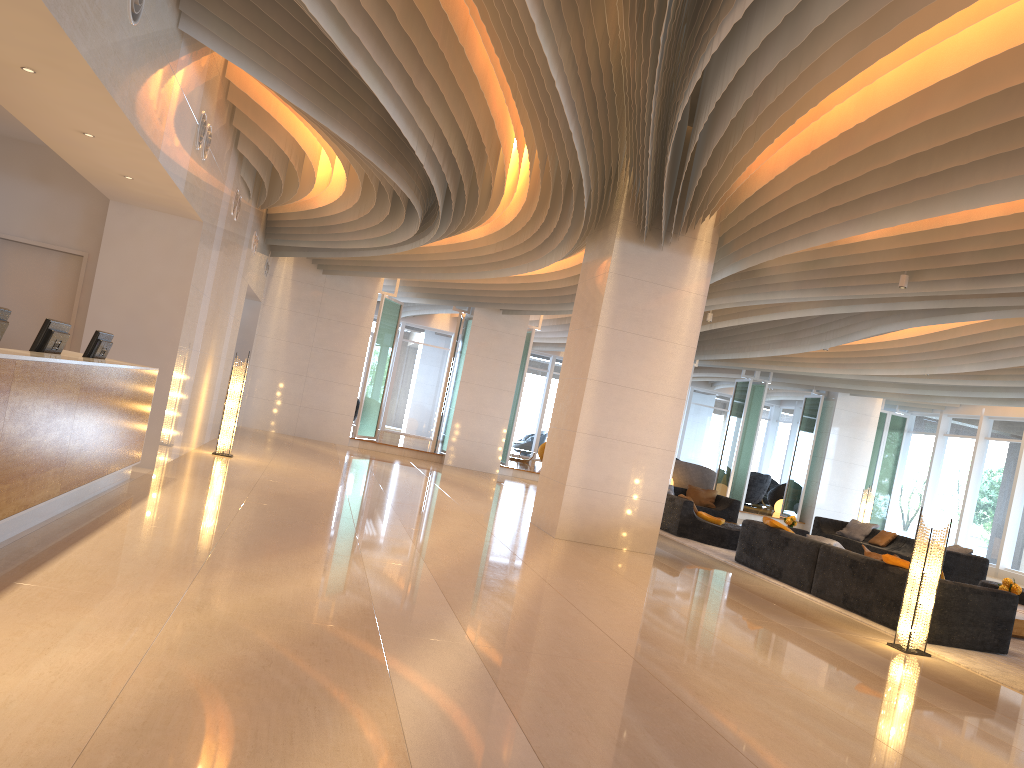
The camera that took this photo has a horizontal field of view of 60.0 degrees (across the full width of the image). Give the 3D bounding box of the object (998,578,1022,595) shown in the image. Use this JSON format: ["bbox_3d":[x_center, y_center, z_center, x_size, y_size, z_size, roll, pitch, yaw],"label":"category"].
[{"bbox_3d":[5.696,2.398,10.175,0.234,0.377,0.267,11,-1,9],"label":"object"}]

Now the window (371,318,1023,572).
[{"bbox_3d":[9.672,1.892,13.630,53.243,3.221,22.661,9,-3,42],"label":"window"}]

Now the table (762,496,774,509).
[{"bbox_3d":[8.153,3.704,27.377,1.086,0.318,0.814,12,-2,-7],"label":"table"}]

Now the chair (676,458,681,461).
[{"bbox_3d":[4.942,2.674,26.657,1.548,1.005,1.114,12,-1,-30],"label":"chair"}]

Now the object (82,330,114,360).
[{"bbox_3d":[-3.512,-0.231,7.565,0.358,0.435,0.531,12,-1,-13],"label":"object"}]

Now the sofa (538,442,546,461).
[{"bbox_3d":[1.975,2.076,25.472,2.605,0.901,1.092,12,-2,-24],"label":"sofa"}]

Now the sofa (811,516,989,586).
[{"bbox_3d":[6.760,2.975,15.834,0.951,0.582,3.740,12,-2,-12],"label":"sofa"}]

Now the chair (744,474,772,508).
[{"bbox_3d":[6.792,3.002,25.601,1.552,1.005,1.111,13,-2,-40],"label":"chair"}]

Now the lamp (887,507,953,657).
[{"bbox_3d":[3.419,1.634,7.376,0.253,1.198,0.247,11,0,-13],"label":"lamp"}]

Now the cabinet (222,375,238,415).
[{"bbox_3d":[-5.181,0.134,15.391,0.565,0.662,1.495,12,-2,-12],"label":"cabinet"}]

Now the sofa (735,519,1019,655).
[{"bbox_3d":[3.737,2.102,9.767,0.951,0.582,3.740,12,-2,-12],"label":"sofa"}]

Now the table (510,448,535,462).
[{"bbox_3d":[0.098,1.961,24.688,1.086,0.318,0.814,12,-2,-7],"label":"table"}]

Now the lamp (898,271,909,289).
[{"bbox_3d":[4.426,-1.791,9.707,0.090,1.506,0.087,11,0,-22],"label":"lamp"}]

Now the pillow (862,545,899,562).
[{"bbox_3d":[3.846,1.922,9.123,0.448,0.409,0.596,12,-2,-11],"label":"pillow"}]

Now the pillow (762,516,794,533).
[{"bbox_3d":[3.376,1.886,10.983,0.544,0.377,0.643,11,-2,9],"label":"pillow"}]

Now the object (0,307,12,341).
[{"bbox_3d":[-2.955,-0.231,4.978,0.358,0.435,0.531,12,-1,-13],"label":"object"}]

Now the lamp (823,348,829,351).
[{"bbox_3d":[5.557,-1.321,15.295,0.087,1.506,0.091,12,0,32],"label":"lamp"}]

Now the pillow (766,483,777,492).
[{"bbox_3d":[8.310,3.335,28.427,0.498,0.409,0.469,11,-1,14],"label":"pillow"}]

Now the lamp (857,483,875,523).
[{"bbox_3d":[7.208,2.736,18.145,0.253,1.451,0.247,11,0,-13],"label":"lamp"}]

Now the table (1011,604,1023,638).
[{"bbox_3d":[5.764,2.723,10.312,1.617,0.220,1.585,12,-2,-13],"label":"table"}]

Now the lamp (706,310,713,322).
[{"bbox_3d":[3.423,-1.776,14.744,0.087,1.506,0.091,12,0,32],"label":"lamp"}]

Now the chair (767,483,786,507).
[{"bbox_3d":[8.358,3.352,26.385,1.531,1.005,1.127,12,-1,-11],"label":"chair"}]

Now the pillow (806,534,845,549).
[{"bbox_3d":[3.622,1.959,10.131,0.424,0.377,0.581,12,-2,-11],"label":"pillow"}]

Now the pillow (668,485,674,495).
[{"bbox_3d":[3.046,2.138,17.685,0.411,0.312,0.319,12,-1,-11],"label":"pillow"}]

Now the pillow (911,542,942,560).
[{"bbox_3d":[7.069,2.839,15.109,0.325,0.312,0.404,12,-1,-11],"label":"pillow"}]

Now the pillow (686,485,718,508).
[{"bbox_3d":[3.820,2.275,17.901,0.634,0.377,0.551,11,-2,9],"label":"pillow"}]

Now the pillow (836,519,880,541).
[{"bbox_3d":[6.658,2.814,17.117,0.559,0.377,0.625,12,-2,-35],"label":"pillow"}]

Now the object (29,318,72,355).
[{"bbox_3d":[-3.226,-0.231,6.238,0.358,0.435,0.531,12,-1,-13],"label":"object"}]

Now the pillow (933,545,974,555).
[{"bbox_3d":[7.197,2.815,14.615,0.544,0.377,0.643,11,-2,9],"label":"pillow"}]

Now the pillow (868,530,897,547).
[{"bbox_3d":[6.813,2.839,16.297,0.326,0.312,0.403,12,-1,-15],"label":"pillow"}]

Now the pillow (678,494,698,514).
[{"bbox_3d":[2.777,1.905,13.823,0.331,0.311,0.420,12,-1,-11],"label":"pillow"}]

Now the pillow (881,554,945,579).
[{"bbox_3d":[3.915,1.887,8.481,0.559,0.377,0.625,12,-2,-35],"label":"pillow"}]

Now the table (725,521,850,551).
[{"bbox_3d":[4.688,2.721,15.309,1.617,0.220,1.585,12,-2,-13],"label":"table"}]

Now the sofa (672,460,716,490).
[{"bbox_3d":[4.672,2.585,24.638,2.507,0.901,1.134,10,-2,37],"label":"sofa"}]

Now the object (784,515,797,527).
[{"bbox_3d":[4.850,2.457,15.485,0.233,0.377,0.269,11,-1,19],"label":"object"}]

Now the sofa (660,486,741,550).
[{"bbox_3d":[3.463,2.262,15.562,2.854,0.653,5.039,12,-2,-12],"label":"sofa"}]

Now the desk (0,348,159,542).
[{"bbox_3d":[-3.139,0.280,4.954,0.907,1.049,6.605,12,-2,-12],"label":"desk"}]

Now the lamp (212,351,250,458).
[{"bbox_3d":[-3.766,0.252,11.975,0.253,1.451,0.247,11,0,-13],"label":"lamp"}]

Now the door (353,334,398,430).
[{"bbox_3d":[-4.401,-0.130,26.513,1.474,2.771,0.059,11,0,-14],"label":"door"}]

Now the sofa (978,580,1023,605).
[{"bbox_3d":[7.624,2.942,11.025,1.366,0.582,4.099,12,-2,-13],"label":"sofa"}]

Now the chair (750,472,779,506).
[{"bbox_3d":[7.943,3.354,28.369,1.519,1.005,1.136,11,-1,-1],"label":"chair"}]

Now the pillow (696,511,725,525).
[{"bbox_3d":[3.048,2.055,13.580,0.404,0.136,0.423,11,-2,21],"label":"pillow"}]

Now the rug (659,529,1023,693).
[{"bbox_3d":[5.676,2.834,10.627,5.568,0.022,16.062,12,-2,-12],"label":"rug"}]

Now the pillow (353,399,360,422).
[{"bbox_3d":[-4.305,0.545,20.622,1.536,1.005,1.123,12,-1,-16],"label":"pillow"}]
